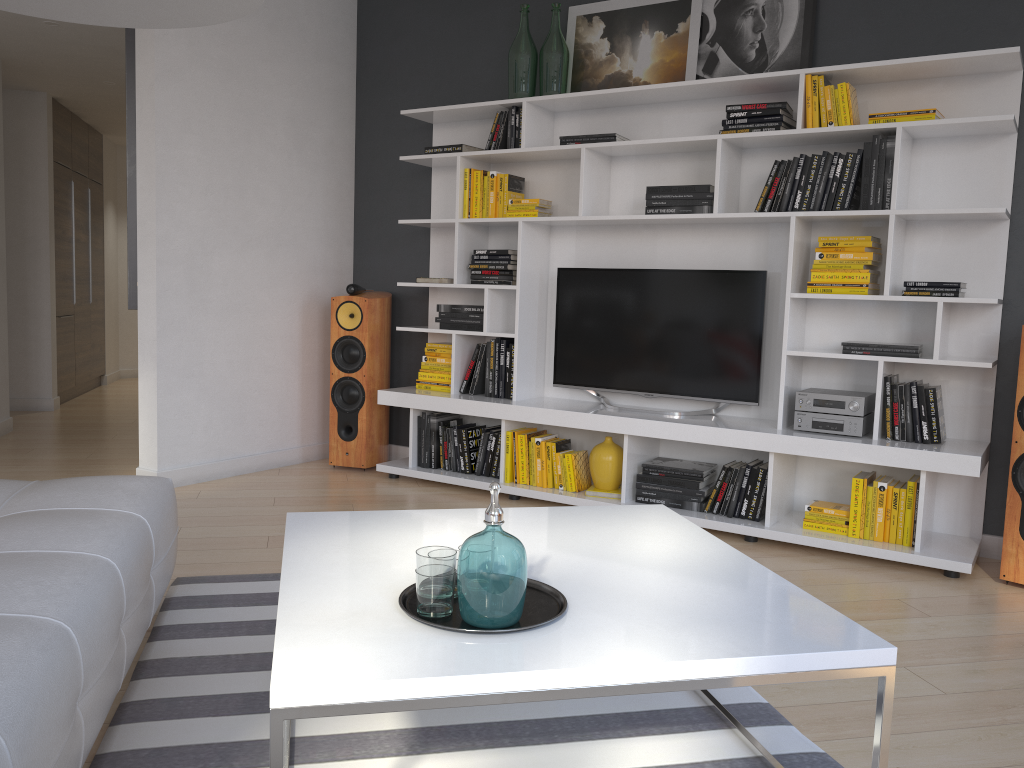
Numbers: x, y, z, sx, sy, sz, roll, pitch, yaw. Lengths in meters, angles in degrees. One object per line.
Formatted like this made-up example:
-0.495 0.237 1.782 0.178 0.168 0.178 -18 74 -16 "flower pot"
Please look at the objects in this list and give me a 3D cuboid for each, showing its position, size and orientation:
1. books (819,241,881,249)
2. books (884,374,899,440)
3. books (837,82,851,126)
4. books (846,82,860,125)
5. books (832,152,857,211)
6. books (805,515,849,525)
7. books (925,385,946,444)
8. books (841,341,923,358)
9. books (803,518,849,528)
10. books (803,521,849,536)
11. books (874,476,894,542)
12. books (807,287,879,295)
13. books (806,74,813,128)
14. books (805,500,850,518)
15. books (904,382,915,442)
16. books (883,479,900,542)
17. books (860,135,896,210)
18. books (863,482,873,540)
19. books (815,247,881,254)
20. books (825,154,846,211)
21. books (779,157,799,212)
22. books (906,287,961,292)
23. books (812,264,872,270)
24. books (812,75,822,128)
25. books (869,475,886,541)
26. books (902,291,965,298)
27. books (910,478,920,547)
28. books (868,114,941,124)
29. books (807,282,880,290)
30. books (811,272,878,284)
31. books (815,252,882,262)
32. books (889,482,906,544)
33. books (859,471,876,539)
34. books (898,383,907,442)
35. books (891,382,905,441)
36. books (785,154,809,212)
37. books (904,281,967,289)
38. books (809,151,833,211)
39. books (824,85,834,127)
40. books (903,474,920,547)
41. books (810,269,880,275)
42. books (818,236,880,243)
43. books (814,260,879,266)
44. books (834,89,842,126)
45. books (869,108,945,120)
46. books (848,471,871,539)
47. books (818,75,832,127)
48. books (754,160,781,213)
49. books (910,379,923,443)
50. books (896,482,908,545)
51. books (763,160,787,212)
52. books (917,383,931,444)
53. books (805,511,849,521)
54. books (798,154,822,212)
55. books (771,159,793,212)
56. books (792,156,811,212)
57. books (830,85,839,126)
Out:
1.481 -0.607 3.882 0.223 0.023 0.163 6 7 36 "books"
1.629 0.096 3.801 0.053 0.268 0.202 5 7 31 "books"
1.430 -1.176 3.777 0.064 0.184 0.141 6 7 33 "books"
1.454 -1.175 3.772 0.044 0.184 0.142 6 7 33 "books"
1.457 -0.861 3.834 0.084 0.249 0.191 5 7 32 "books"
1.380 0.583 3.874 0.169 0.018 0.113 6 7 33 "books"
1.782 0.126 3.727 0.077 0.233 0.179 5 7 32 "books"
1.595 -0.151 3.826 0.310 0.047 0.250 5 6 27 "books"
1.394 0.596 3.889 0.196 0.011 0.148 5 7 32 "books"
1.391 0.619 3.888 0.190 0.033 0.147 5 7 32 "books"
1.581 0.527 3.768 0.035 0.250 0.185 5 7 32 "books"
1.455 -0.405 3.890 0.257 0.028 0.194 6 7 37 "books"
1.306 -1.210 3.851 0.041 0.229 0.161 5 7 31 "books"
1.398 0.546 3.892 0.186 0.026 0.138 5 7 32 "books"
1.685 0.116 3.746 0.050 0.242 0.169 5 7 31 "books"
1.607 0.535 3.755 0.023 0.239 0.169 5 7 32 "books"
1.585 -0.883 3.786 0.128 0.321 0.259 5 7 32 "books"
1.532 0.537 3.781 0.024 0.229 0.156 5 7 31 "books"
1.475 -0.584 3.892 0.160 0.022 0.227 -3 8 -42 "books"
1.419 -0.861 3.845 0.071 0.243 0.179 5 7 31 "books"
1.251 -0.873 3.937 0.069 0.242 0.172 6 7 33 "books"
1.743 -0.389 3.663 0.198 0.015 0.142 5 7 30 "books"
1.450 -0.511 3.893 0.217 0.023 0.145 6 7 36 "books"
1.335 -1.208 3.855 0.041 0.224 0.163 5 7 30 "books"
1.560 0.525 3.784 0.019 0.251 0.180 5 7 32 "books"
1.742 -0.370 3.662 0.213 0.023 0.161 6 7 35 "books"
1.705 0.528 3.710 0.025 0.270 0.213 5 7 32 "books"
1.646 -1.082 3.697 0.257 0.028 0.194 6 7 37 "books"
1.457 -0.432 3.896 0.257 0.024 0.203 6 7 35 "books"
1.462 -0.465 3.897 0.243 0.042 0.189 5 7 32 "books"
1.479 -0.556 3.890 0.239 0.033 0.176 6 7 35 "books"
1.626 0.540 3.739 0.024 0.234 0.172 5 7 32 "books"
1.528 0.517 3.806 0.015 0.263 0.199 5 7 32 "books"
1.670 0.118 3.764 0.049 0.236 0.170 6 7 32 "books"
1.653 0.115 3.782 0.053 0.240 0.189 6 7 32 "books"
1.284 -0.881 3.946 0.075 0.254 0.192 5 7 31 "books"
1.753 -0.409 3.673 0.213 0.023 0.161 6 7 35 "books"
1.367 -0.875 3.894 0.066 0.260 0.197 5 7 32 "books"
1.379 -1.179 3.814 0.054 0.180 0.132 5 7 32 "books"
1.678 0.526 3.716 0.029 0.270 0.204 5 7 32 "books"
1.468 -0.494 3.907 0.251 0.014 0.189 6 7 35 "books"
1.486 -0.632 3.904 0.223 0.023 0.163 6 7 36 "books"
1.470 -0.531 3.899 0.239 0.019 0.171 5 7 32 "books"
1.401 -1.165 3.779 0.046 0.161 0.108 5 7 31 "books"
1.649 -1.109 3.703 0.257 0.024 0.203 6 7 35 "books"
1.501 0.517 3.821 0.044 0.255 0.198 5 7 32 "books"
1.365 -1.206 3.847 0.054 0.224 0.164 5 7 31 "books"
1.178 -0.880 4.008 0.104 0.234 0.182 5 7 32 "books"
1.716 0.113 3.739 0.066 0.255 0.193 5 7 31 "books"
1.650 0.542 3.728 0.024 0.234 0.172 5 7 32 "books"
1.209 -0.877 3.994 0.096 0.234 0.187 6 7 32 "books"
1.737 0.121 3.718 0.066 0.242 0.177 5 7 31 "books"
1.394 0.567 3.882 0.187 0.014 0.134 5 7 32 "books"
1.338 -0.873 3.911 0.084 0.249 0.191 5 7 32 "books"
1.228 -0.874 3.966 0.081 0.233 0.169 5 7 31 "books"
1.304 -0.871 3.928 0.068 0.243 0.179 5 7 30 "books"
1.392 -1.177 3.797 0.044 0.178 0.128 5 7 31 "books"
